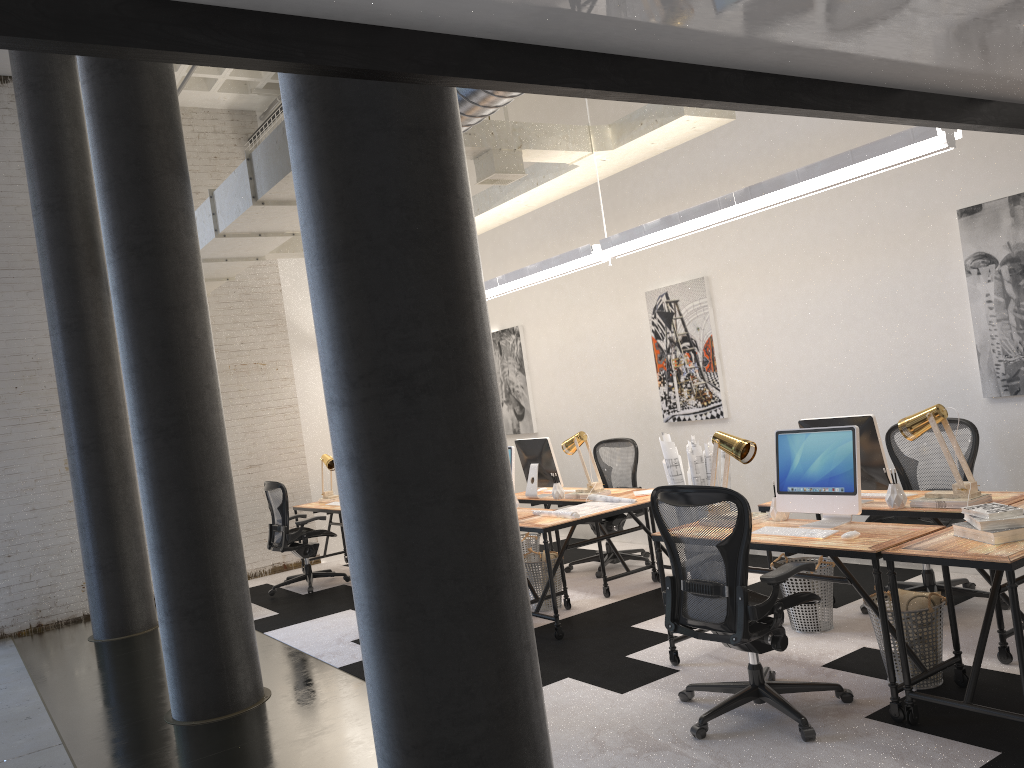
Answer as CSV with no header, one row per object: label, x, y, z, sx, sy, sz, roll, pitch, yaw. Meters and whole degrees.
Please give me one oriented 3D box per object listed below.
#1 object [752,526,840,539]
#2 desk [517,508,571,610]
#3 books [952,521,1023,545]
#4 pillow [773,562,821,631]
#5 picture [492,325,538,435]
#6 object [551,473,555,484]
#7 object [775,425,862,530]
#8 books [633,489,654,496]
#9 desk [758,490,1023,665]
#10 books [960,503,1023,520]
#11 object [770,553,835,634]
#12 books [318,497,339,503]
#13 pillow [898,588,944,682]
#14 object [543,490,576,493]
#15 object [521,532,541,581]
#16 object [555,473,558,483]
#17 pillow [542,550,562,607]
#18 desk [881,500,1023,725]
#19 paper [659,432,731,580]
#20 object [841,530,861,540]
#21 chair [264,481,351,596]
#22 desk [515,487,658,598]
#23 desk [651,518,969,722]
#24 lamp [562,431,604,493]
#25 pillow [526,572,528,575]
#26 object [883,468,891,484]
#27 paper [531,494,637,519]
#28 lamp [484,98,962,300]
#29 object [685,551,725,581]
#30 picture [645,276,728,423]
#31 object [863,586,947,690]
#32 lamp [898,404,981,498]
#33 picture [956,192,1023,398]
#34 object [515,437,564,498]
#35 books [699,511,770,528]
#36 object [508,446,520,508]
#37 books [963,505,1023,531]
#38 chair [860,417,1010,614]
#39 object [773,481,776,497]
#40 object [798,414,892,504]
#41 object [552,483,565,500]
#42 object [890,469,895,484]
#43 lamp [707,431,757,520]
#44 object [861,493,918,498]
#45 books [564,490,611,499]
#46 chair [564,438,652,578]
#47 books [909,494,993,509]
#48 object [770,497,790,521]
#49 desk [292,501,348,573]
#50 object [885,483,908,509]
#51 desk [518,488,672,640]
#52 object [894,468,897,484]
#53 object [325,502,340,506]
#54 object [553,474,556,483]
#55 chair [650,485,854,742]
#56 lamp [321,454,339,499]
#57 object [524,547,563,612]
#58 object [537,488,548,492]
object,1.355,0.713,4.266,0.118,0.017,0.439,-8,-1,-33
desk,-0.213,1.349,6.788,0.529,0.724,1.402,-8,-1,-33
books,1.975,0.599,3.629,0.200,0.050,0.271,-8,-1,-6
pillow,1.643,1.219,5.089,0.119,0.406,0.239,-8,0,-33
picture,-0.023,-0.022,9.980,0.048,1.183,0.732,-8,0,-33
object,0.341,0.800,6.964,0.054,0.207,0.008,-8,0,40
object,1.519,0.456,4.367,0.189,0.485,0.484,-8,0,-33
books,1.018,0.794,6.504,0.243,0.019,0.205,-8,-1,4
desk,2.105,0.988,4.852,0.529,0.724,1.402,-8,-1,-33
books,1.971,0.521,3.645,0.153,0.030,0.185,-8,-1,-5
object,1.709,1.197,5.128,0.353,0.435,0.359,-8,0,-37
books,-1.897,1.220,9.422,0.225,0.038,0.309,-8,-1,-33
pillow,1.908,1.168,4.156,0.119,0.406,0.239,-8,0,-33
object,0.432,0.889,7.373,0.118,0.017,0.439,-8,-1,-33
object,0.095,1.462,7.524,0.353,0.435,0.359,-8,0,-37
object,0.363,0.797,6.945,0.008,0.207,0.054,-8,0,22
pillow,0.295,1.433,6.552,0.119,0.406,0.239,-8,0,-33
desk,2.286,0.948,3.814,1.399,0.724,0.530,-8,0,-33
paper,1.283,0.883,5.981,0.441,1.198,0.412,-8,0,35
object,1.526,0.678,3.988,0.106,0.029,0.059,-8,-1,-32
chair,-2.069,1.441,8.669,0.771,1.085,0.791,-8,0,40
desk,0.491,1.254,7.248,0.529,0.724,1.402,-8,-1,-33
desk,1.401,1.083,4.392,0.529,0.724,1.402,-8,-1,-33
lamp,0.543,0.602,6.898,0.127,0.470,0.345,-8,0,-33
pillow,0.030,1.485,7.485,0.119,0.406,0.239,-8,0,-33
object,1.954,0.534,4.568,0.054,0.207,0.008,-8,0,40
paper,0.502,0.848,6.168,0.625,0.061,0.568,-8,-1,-36
lamp,-0.212,-2.102,7.023,0.226,2.864,7.309,-8,-1,-33
object,1.364,1.288,5.972,0.353,0.398,0.353,-8,0,12
picture,1.493,-0.273,7.653,0.048,1.183,0.732,-8,0,-33
object,1.838,1.164,4.116,0.353,0.435,0.359,-8,0,-37
lamp,2.156,0.336,4.502,0.127,0.470,0.345,-8,0,-33
picture,3.071,-0.533,5.231,0.048,1.183,0.732,-8,0,-33
object,0.200,0.686,7.272,0.189,0.485,0.484,-8,0,-33
books,1.199,0.732,4.798,0.225,0.038,0.309,-8,-1,-33
object,-0.094,0.721,6.763,0.189,0.485,0.484,-8,0,-33
books,1.990,0.550,3.645,0.193,0.044,0.257,-8,-1,14
chair,2.427,0.768,5.198,0.771,1.085,0.791,-8,0,40
object,1.396,0.617,4.694,0.008,0.207,0.054,-8,0,22
object,1.814,0.420,4.876,0.189,0.485,0.484,-8,0,-33
object,0.360,0.840,6.957,0.101,0.127,0.101,-8,0,12
object,1.964,0.533,4.546,0.008,0.207,0.054,-8,0,44
lamp,1.168,0.482,4.740,0.126,0.470,0.345,-8,0,-33
object,2.045,0.624,4.977,0.118,0.017,0.439,-8,-1,-33
books,0.584,0.849,6.841,0.225,0.038,0.309,-8,-1,-33
chair,0.814,1.033,7.594,0.771,1.085,0.791,-8,0,40
books,2.197,0.583,4.445,0.225,0.038,0.309,-8,-1,-33
object,1.411,0.657,4.682,0.101,0.127,0.101,-8,0,12
desk,-1.695,1.571,9.016,0.529,0.724,1.402,-8,-1,-33
object,1.974,0.574,4.561,0.101,0.127,0.101,-8,0,12
desk,0.673,1.213,6.210,1.399,0.724,0.530,-8,0,-33
object,1.976,0.531,4.549,0.008,0.207,0.054,-8,0,22
object,-1.741,1.201,8.890,0.118,0.017,0.439,-8,-1,-33
object,0.351,0.799,6.942,0.008,0.207,0.054,-8,0,44
chair,1.027,0.953,4.046,0.771,1.085,0.791,-8,0,40
lamp,-1.929,0.970,9.364,0.126,0.470,0.344,-8,0,-33
object,0.225,1.429,6.512,0.353,0.435,0.359,-8,0,-37
object,0.258,0.912,7.651,0.106,0.029,0.059,-8,-1,-32
